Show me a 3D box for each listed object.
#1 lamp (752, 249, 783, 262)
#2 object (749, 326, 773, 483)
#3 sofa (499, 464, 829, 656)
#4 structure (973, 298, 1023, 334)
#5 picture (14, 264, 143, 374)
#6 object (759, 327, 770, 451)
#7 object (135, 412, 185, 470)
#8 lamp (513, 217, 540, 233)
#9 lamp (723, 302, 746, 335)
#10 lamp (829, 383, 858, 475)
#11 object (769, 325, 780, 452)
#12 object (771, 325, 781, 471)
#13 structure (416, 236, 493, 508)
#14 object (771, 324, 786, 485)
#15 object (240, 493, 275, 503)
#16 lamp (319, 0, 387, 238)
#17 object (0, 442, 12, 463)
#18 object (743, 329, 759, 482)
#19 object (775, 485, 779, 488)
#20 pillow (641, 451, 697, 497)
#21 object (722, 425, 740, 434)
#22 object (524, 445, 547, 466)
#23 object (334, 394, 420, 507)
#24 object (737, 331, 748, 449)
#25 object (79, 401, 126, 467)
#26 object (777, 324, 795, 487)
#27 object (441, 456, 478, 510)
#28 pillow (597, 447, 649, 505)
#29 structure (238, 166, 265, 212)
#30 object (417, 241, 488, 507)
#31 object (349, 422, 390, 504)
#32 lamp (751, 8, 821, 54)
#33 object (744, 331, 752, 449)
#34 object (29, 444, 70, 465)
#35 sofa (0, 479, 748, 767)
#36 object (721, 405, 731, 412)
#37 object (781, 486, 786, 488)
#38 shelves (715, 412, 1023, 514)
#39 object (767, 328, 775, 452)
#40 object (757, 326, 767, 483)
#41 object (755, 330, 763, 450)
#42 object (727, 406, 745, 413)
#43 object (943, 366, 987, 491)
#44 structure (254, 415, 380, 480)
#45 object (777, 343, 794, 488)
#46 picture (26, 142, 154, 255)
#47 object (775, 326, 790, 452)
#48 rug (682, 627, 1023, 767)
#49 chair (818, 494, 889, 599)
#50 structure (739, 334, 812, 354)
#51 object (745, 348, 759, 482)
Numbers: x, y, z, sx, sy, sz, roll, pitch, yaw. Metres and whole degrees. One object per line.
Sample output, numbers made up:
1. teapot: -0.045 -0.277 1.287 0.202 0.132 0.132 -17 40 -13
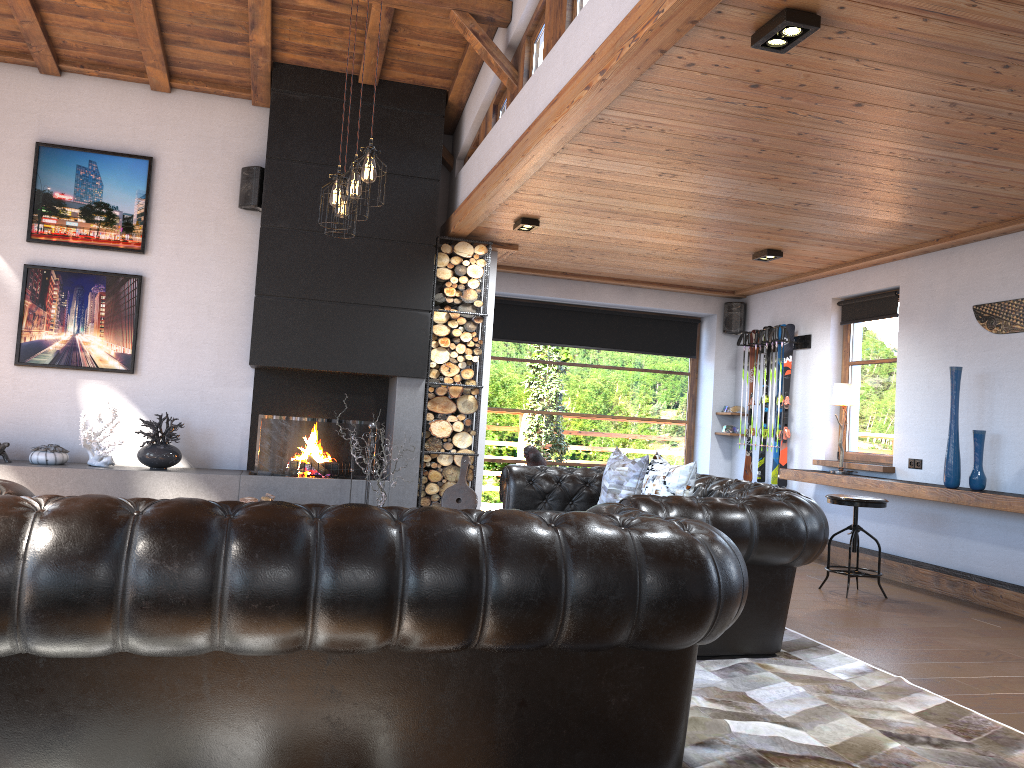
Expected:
1. lamp: 2.211 -1.119 7.669 0.156 0.068 0.259 4 -3 -15
2. object: 2.547 0.199 9.123 0.256 1.623 0.103 5 -3 -19
3. sofa: 0.780 0.947 5.350 1.247 0.839 2.548 4 -3 -15
4. structure: 3.545 -0.485 5.991 0.099 0.240 1.240 5 -3 -14
5. picture: -3.501 -0.520 7.181 0.884 0.817 0.035 4 -3 -15
6. object: 2.519 0.050 8.940 0.120 1.251 0.059 2 -4 32
7. object: -2.797 0.448 7.057 0.340 0.455 0.335 3 -3 11
8. lamp: 0.115 -1.276 7.083 0.156 0.068 0.259 4 -3 -15
9. lamp: 2.493 -0.737 9.928 0.215 0.350 0.212 4 -3 -15
10. lamp: 3.070 0.750 7.802 0.635 1.483 0.245 4 -3 -12
11. object: 2.558 0.044 8.733 0.119 1.251 0.059 1 -4 42
12. object: 2.695 0.203 9.001 0.112 1.623 0.072 5 -3 -15
13. structure: -0.549 0.073 7.722 0.505 2.619 0.508 5 -3 -15
14. object: 2.704 0.201 8.927 0.112 1.623 0.072 5 -3 -15
15. object: -1.956 1.043 6.674 0.382 0.431 0.385 3 -3 11
16. lamp: -0.861 -1.985 5.015 0.264 2.203 0.795 5 -4 -24
17. object: -3.963 0.501 6.733 0.401 0.183 0.228 2 -3 29
18. object: 2.540 0.224 9.332 0.116 1.608 0.094 5 -3 -15
19. object: 2.529 1.118 8.625 0.253 0.271 0.115 5 -3 -20
20. pillow: 0.897 0.636 5.192 0.284 0.469 0.525 4 -3 -12
21. object: 2.430 0.501 9.800 0.186 0.084 0.354 3 -3 21
22. object: 0.181 0.627 6.785 0.148 0.319 0.250 2 -3 26
23. object: -0.661 0.469 4.341 0.407 0.809 0.618 4 -3 -4
24. object: 2.406 0.060 9.340 0.122 1.251 0.058 6 -4 -33
25. object: -3.200 0.387 6.879 0.422 0.533 0.262 1 -4 44
26. object: 2.706 0.207 8.688 0.116 1.608 0.094 5 -3 -15
27. object: -0.441 0.988 7.396 0.270 0.795 0.261 6 -4 -32
28. pillow: 0.728 0.653 5.846 0.284 0.469 0.525 4 -3 -12
29. structure: -2.198 -1.655 7.511 0.215 0.350 0.212 4 -3 -15
30. object: -0.558 0.079 7.729 0.496 2.614 0.463 5 -3 -15
31. object: -1.142 0.810 7.005 0.304 1.018 0.310 2 -4 30
32. lamp: 1.057 -1.372 3.431 0.156 0.068 0.259 4 -3 -15
33. object: 2.468 0.066 9.395 0.059 1.251 0.119 6 -4 -33
34. object: -3.586 0.543 6.857 0.282 0.161 0.257 4 -3 -13
35. sofa: -0.553 0.753 2.779 2.581 0.839 1.231 4 -3 -16
36. object: 2.424 0.285 9.891 0.161 0.084 0.188 4 -3 -16
37. object: 2.561 1.115 8.503 0.253 0.271 0.115 5 -3 -20
38. shelves: 3.173 0.734 6.743 0.615 0.989 6.600 4 -3 -14
39. object: 2.585 0.055 8.945 0.059 1.251 0.119 6 -4 -33
40. object: 2.610 0.207 9.208 0.112 1.623 0.072 5 -3 -15
41. object: 2.526 0.061 9.170 0.059 1.251 0.119 6 -4 -33
42. object: 2.469 0.280 9.719 0.191 0.084 0.158 4 -3 -16
43. object: 3.212 0.311 6.264 0.271 0.863 0.112 2 -4 30
44. structure: -1.588 0.540 7.277 0.988 0.515 0.182 4 -3 -16
45. object: 2.692 0.225 8.784 0.116 1.608 0.094 5 -3 -15
46. picture: -3.437 -1.512 7.238 0.884 0.817 0.035 4 -3 -15
47. object: 2.660 0.049 8.704 0.119 1.251 0.059 1 -4 37
48. rug: 0.436 1.291 4.689 2.445 0.053 4.018 4 -2 -14
49. chair: 2.496 1.179 6.458 0.443 0.717 0.439 4 -3 -11
50. structure: 2.648 -0.412 9.091 0.321 0.135 1.044 4 -3 -14
51. object: 2.526 0.242 9.427 0.116 1.608 0.094 5 -3 -15
